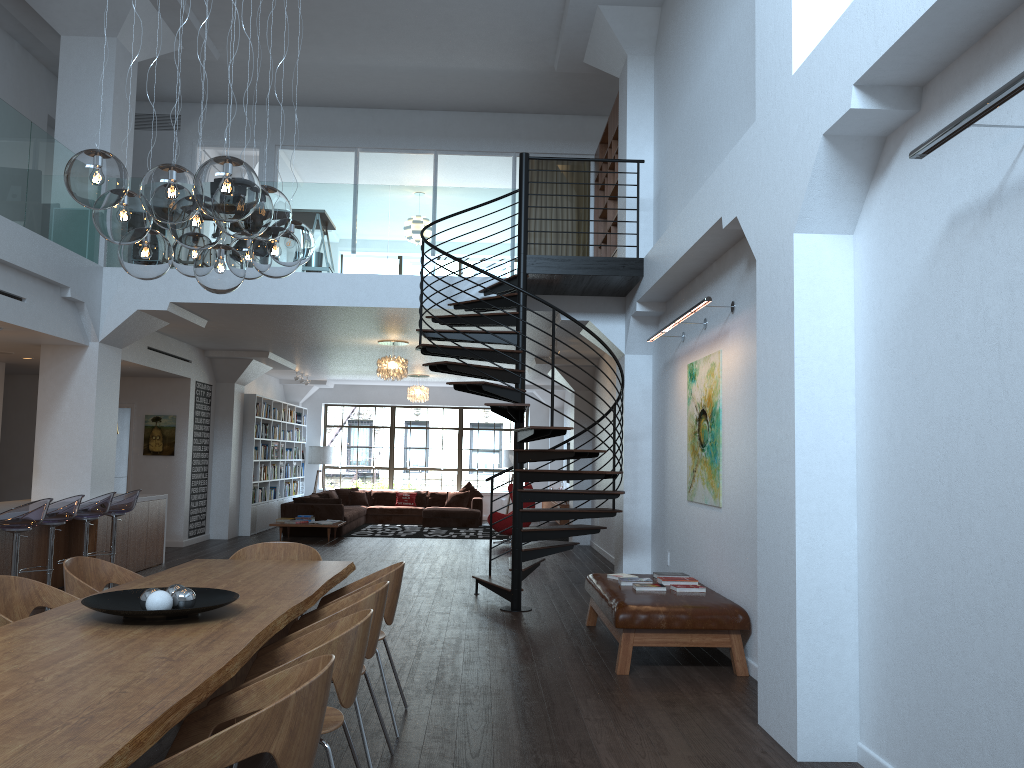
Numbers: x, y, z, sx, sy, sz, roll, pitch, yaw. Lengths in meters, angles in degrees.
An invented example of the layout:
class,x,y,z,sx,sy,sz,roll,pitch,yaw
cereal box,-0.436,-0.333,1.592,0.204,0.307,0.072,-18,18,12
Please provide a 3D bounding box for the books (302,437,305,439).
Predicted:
class,x,y,z,sx,sy,sz,roll,pitch,yaw
books,-4.689,1.182,19.405,0.254,0.032,0.174,-2,-6,33

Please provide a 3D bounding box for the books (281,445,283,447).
class,x,y,z,sx,sy,sz,roll,pitch,yaw
books,-4.606,1.213,17.369,0.223,0.031,0.161,1,-5,-2

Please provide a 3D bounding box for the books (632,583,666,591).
class,x,y,z,sx,sy,sz,roll,pitch,yaw
books,1.019,1.507,6.581,0.224,0.032,0.161,1,-5,-2

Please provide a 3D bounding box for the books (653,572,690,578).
class,x,y,z,sx,sy,sz,roll,pitch,yaw
books,1.296,1.564,7.214,0.254,0.044,0.183,2,-5,-7

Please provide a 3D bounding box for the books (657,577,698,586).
class,x,y,z,sx,sy,sz,roll,pitch,yaw
books,1.288,1.535,6.895,0.283,0.043,0.197,1,-5,-2

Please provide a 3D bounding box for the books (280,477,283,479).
class,x,y,z,sx,sy,sz,roll,pitch,yaw
books,-4.641,1.838,17.414,0.246,0.038,0.171,1,-5,-2

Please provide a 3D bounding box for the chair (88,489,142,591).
class,x,y,z,sx,sy,sz,roll,pitch,yaw
chair,-3.987,1.559,8.863,0.481,1.014,0.530,1,-5,0

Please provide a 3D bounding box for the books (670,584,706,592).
class,x,y,z,sx,sy,sz,roll,pitch,yaw
books,1.302,1.512,6.565,0.224,0.036,0.161,2,-5,-8

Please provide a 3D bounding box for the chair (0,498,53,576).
class,x,y,z,sx,sy,sz,roll,pitch,yaw
chair,-3.911,1.402,6.971,0.481,1.014,0.530,1,-5,0

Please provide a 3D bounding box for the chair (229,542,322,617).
class,x,y,z,sx,sy,sz,roll,pitch,yaw
chair,-1.478,1.415,5.443,0.629,0.833,0.618,2,-5,-7

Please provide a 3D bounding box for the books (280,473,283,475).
class,x,y,z,sx,sy,sz,roll,pitch,yaw
books,-4.647,1.764,17.447,0.259,0.040,0.180,1,-5,-2

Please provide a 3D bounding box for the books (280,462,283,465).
class,x,y,z,sx,sy,sz,roll,pitch,yaw
books,-4.615,1.560,17.437,0.185,0.041,0.129,0,-5,13

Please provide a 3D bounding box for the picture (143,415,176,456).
class,x,y,z,sx,sy,sz,roll,pitch,yaw
picture,-5.239,0.764,13.187,0.450,0.600,0.030,1,-5,-2

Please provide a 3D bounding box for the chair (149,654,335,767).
class,x,y,z,sx,sy,sz,roll,pitch,yaw
chair,-0.792,1.175,2.405,0.618,0.833,0.629,1,-5,-2

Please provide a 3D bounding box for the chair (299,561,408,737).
class,x,y,z,sx,sy,sz,roll,pitch,yaw
chair,-0.871,1.364,4.707,0.617,0.830,0.629,1,-5,-2

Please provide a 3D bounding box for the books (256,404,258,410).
class,x,y,z,sx,sy,sz,roll,pitch,yaw
books,-4.507,0.449,15.309,0.182,0.215,0.188,1,-5,-2

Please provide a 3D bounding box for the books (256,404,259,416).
class,x,y,z,sx,sy,sz,roll,pitch,yaw
books,-4.512,0.460,15.464,0.161,0.218,0.101,1,-5,-2

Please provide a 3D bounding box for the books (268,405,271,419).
class,x,y,z,sx,sy,sz,roll,pitch,yaw
books,-4.541,0.513,16.310,0.182,0.255,0.077,1,-5,-2

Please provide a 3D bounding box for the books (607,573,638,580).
class,x,y,z,sx,sy,sz,roll,pitch,yaw
books,0.891,1.557,7.160,0.161,0.031,0.223,3,-5,-24

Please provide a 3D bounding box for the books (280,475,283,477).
class,x,y,z,sx,sy,sz,roll,pitch,yaw
books,-4.643,1.801,17.420,0.251,0.037,0.160,1,-5,3

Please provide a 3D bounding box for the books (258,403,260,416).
class,x,y,z,sx,sy,sz,roll,pitch,yaw
books,-4.520,0.452,15.573,0.170,0.251,0.118,1,-5,-2

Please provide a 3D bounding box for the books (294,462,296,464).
class,x,y,z,sx,sy,sz,roll,pitch,yaw
books,-4.655,1.655,18.563,0.224,0.030,0.161,0,-5,8

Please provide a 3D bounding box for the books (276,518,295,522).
class,x,y,z,sx,sy,sz,roll,pitch,yaw
books,-3.799,2.282,14.889,0.241,0.045,0.334,1,-5,0

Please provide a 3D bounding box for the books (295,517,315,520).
class,x,y,z,sx,sy,sz,roll,pitch,yaw
books,-3.488,2.262,14.965,0.279,0.035,0.191,0,-5,8

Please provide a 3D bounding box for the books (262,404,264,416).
class,x,y,z,sx,sy,sz,roll,pitch,yaw
books,-4.529,0.474,15.815,0.170,0.251,0.118,1,-5,-2

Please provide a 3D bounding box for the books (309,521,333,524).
class,x,y,z,sx,sy,sz,roll,pitch,yaw
books,-3.139,2.271,14.560,0.342,0.040,0.231,-3,-6,38

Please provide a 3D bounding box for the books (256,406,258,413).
class,x,y,z,sx,sy,sz,roll,pitch,yaw
books,-4.519,0.459,15.399,0.167,0.210,0.162,1,-5,-2

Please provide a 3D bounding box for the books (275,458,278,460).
class,x,y,z,sx,sy,sz,roll,pitch,yaw
books,-4.599,1.428,16.999,0.171,0.039,0.246,1,-5,-2

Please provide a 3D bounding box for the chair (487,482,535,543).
class,x,y,z,sx,sy,sz,roll,pitch,yaw
chair,-0.002,2.140,14.817,0.801,1.006,0.798,-1,-5,23

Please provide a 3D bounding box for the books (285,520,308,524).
class,x,y,z,sx,sy,sz,roll,pitch,yaw
books,-3.541,2.264,14.556,0.236,0.035,0.340,-1,-5,23

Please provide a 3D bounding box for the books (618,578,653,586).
class,x,y,z,sx,sy,sz,roll,pitch,yaw
books,0.952,1.526,6.844,0.247,0.040,0.185,1,-5,1

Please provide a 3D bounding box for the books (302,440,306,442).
class,x,y,z,sx,sy,sz,roll,pitch,yaw
books,-4.692,1.249,19.404,0.284,0.035,0.197,-1,-5,28

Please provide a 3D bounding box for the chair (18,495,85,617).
class,x,y,z,sx,sy,sz,roll,pitch,yaw
chair,-3.960,1.454,7.600,0.481,1.014,0.530,1,-5,-4

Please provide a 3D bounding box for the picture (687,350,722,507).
class,x,y,z,sx,sy,sz,roll,pitch,yaw
picture,1.572,0.379,7.294,0.010,1.200,1.095,1,-5,-2

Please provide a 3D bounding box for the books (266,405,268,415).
class,x,y,z,sx,sy,sz,roll,pitch,yaw
books,-4.530,0.499,16.089,0.159,0.248,0.089,1,-5,-2

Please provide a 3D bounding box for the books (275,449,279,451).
class,x,y,z,sx,sy,sz,roll,pitch,yaw
books,-4.601,1.264,17.016,0.183,0.042,0.253,1,-5,-2

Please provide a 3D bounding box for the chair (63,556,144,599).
class,x,y,z,sx,sy,sz,roll,pitch,yaw
chair,-2.055,1.340,4.675,0.618,0.833,0.629,1,-5,-4

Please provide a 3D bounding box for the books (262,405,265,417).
class,x,y,z,sx,sy,sz,roll,pitch,yaw
books,-4.527,0.483,15.868,0.174,0.242,0.105,1,-5,-2

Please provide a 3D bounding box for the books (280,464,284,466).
class,x,y,z,sx,sy,sz,roll,pitch,yaw
books,-4.612,1.593,17.441,0.208,0.024,0.144,1,-5,3

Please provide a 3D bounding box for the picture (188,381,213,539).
class,x,y,z,sx,sy,sz,roll,pitch,yaw
picture,-4.847,1.171,13.820,0.021,2.380,0.800,1,-5,-2

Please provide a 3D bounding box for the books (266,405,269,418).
class,x,y,z,sx,sy,sz,roll,pitch,yaw
books,-4.529,0.500,16.122,0.182,0.253,0.098,1,-5,-2

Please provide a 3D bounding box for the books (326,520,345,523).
class,x,y,z,sx,sy,sz,roll,pitch,yaw
books,-2.996,2.304,14.907,0.256,0.035,0.350,-1,-5,23

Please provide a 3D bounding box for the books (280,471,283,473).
class,x,y,z,sx,sy,sz,roll,pitch,yaw
books,-4.632,1.721,17.438,0.231,0.044,0.168,2,-5,-7

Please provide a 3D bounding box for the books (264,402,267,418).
class,x,y,z,sx,sy,sz,roll,pitch,yaw
books,-4.542,0.472,16.019,0.197,0.290,0.136,1,-5,-2

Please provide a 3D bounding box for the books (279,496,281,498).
class,x,y,z,sx,sy,sz,roll,pitch,yaw
books,-4.683,2.203,17.353,0.284,0.035,0.197,1,-5,-2

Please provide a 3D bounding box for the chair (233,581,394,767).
class,x,y,z,sx,sy,sz,roll,pitch,yaw
chair,-0.851,1.302,3.942,0.618,0.833,0.629,1,-5,0

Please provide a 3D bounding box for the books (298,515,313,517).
class,x,y,z,sx,sy,sz,roll,pitch,yaw
books,-3.483,2.231,14.966,0.224,0.027,0.157,1,-5,3

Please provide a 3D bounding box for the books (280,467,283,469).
class,x,y,z,sx,sy,sz,roll,pitch,yaw
books,-4.628,1.646,17.443,0.223,0.032,0.161,1,-5,-2

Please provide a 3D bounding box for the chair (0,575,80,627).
class,x,y,z,sx,sy,sz,roll,pitch,yaw
chair,-2.046,1.275,3.897,0.618,0.833,0.629,1,-5,-2

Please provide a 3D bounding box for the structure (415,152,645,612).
class,x,y,z,sx,sy,sz,roll,pitch,yaw
structure,0.079,-0.070,8.447,1.998,4.352,1.998,5,-6,-41

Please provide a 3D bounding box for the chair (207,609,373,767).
class,x,y,z,sx,sy,sz,roll,pitch,yaw
chair,-0.806,1.240,3.182,0.618,0.833,0.629,1,-5,-2

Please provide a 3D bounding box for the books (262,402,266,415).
class,x,y,z,sx,sy,sz,roll,pitch,yaw
books,-4.535,0.466,15.957,0.176,0.293,0.125,1,-5,-2

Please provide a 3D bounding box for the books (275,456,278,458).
class,x,y,z,sx,sy,sz,roll,pitch,yaw
books,-4.601,1.389,17.000,0.160,0.039,0.251,1,-5,3

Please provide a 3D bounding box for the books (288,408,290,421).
class,x,y,z,sx,sy,sz,roll,pitch,yaw
books,-4.611,0.637,18.036,0.176,0.290,0.053,1,-5,-2

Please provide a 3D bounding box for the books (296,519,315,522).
class,x,y,z,sx,sy,sz,roll,pitch,yaw
books,-3.484,2.298,14.959,0.312,0.037,0.216,2,-5,-12

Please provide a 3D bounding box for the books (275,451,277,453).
class,x,y,z,sx,sy,sz,roll,pitch,yaw
books,-4.610,1.306,17.016,0.168,0.045,0.231,2,-5,-7

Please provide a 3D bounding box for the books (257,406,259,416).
class,x,y,z,sx,sy,sz,roll,pitch,yaw
books,-4.511,0.460,15.499,0.161,0.222,0.084,1,-5,-2

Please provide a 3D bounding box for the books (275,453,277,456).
class,x,y,z,sx,sy,sz,roll,pitch,yaw
books,-4.624,1.349,16.998,0.180,0.042,0.259,1,-5,-2

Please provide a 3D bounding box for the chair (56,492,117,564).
class,x,y,z,sx,sy,sz,roll,pitch,yaw
chair,-3.966,1.507,8.235,0.481,1.014,0.530,1,-5,-4

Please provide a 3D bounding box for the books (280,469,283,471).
class,x,y,z,sx,sy,sz,roll,pitch,yaw
books,-4.635,1.680,17.433,0.253,0.040,0.183,1,-5,-2
